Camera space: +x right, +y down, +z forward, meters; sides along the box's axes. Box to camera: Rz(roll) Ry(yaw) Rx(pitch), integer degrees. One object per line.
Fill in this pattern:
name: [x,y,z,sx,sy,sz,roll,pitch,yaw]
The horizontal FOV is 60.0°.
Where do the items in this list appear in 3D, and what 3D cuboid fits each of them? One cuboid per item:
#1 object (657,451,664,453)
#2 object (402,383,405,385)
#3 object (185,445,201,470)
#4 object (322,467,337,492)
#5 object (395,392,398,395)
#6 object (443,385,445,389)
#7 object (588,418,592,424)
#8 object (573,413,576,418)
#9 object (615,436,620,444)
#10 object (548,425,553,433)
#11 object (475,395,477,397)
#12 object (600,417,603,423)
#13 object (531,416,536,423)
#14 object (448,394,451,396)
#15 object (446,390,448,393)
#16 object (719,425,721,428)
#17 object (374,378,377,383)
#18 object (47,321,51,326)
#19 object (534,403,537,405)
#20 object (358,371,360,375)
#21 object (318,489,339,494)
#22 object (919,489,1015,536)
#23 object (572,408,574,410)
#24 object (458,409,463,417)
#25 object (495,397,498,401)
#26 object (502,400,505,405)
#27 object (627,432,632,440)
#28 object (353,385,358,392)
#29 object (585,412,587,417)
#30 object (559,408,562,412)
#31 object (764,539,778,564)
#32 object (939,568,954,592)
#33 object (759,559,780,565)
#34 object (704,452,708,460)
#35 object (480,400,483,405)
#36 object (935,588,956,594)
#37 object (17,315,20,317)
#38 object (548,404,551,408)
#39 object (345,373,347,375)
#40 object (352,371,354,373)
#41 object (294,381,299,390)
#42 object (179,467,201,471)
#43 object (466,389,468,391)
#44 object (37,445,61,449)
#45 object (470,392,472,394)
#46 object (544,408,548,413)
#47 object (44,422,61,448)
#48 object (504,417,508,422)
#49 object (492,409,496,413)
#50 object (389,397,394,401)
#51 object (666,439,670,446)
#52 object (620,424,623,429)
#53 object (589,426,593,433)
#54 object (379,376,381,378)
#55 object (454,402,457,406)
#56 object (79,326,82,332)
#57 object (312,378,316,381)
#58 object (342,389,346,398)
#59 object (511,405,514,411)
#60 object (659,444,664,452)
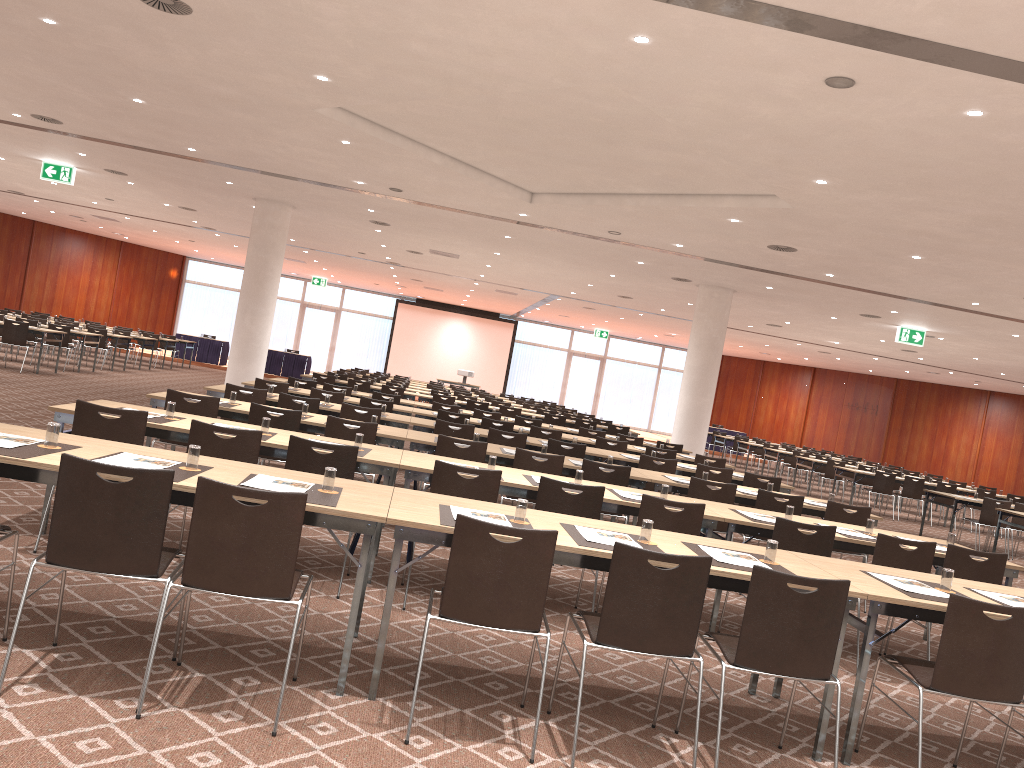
object: [2.131,0.974,12.684,0.102,0.001,0.102,10,1,-40]
object: [-2.417,0.033,19.740,0.054,0.114,0.054,9,1,-40]
object: [-1.532,0.352,4.263,0.054,0.114,0.054,11,1,28]
object: [-0.892,0.465,4.330,0.054,0.114,0.054,9,1,-40]
object: [-1.866,0.188,14.274,0.054,0.114,0.054,11,1,28]
object: [-1.843,0.092,23.814,0.054,0.114,0.054,11,1,28]
object: [1.593,0.763,18.143,0.054,0.114,0.054,11,1,28]
object: [1.411,0.709,20.138,0.054,0.114,0.054,11,1,28]
object: [1.496,0.803,12.608,0.054,0.114,0.054,9,1,-40]
object: [0.547,0.636,12.507,0.054,0.114,0.054,11,1,28]
object: [-0.813,0.317,19.898,0.054,0.114,0.054,9,1,-40]
object: [2.034,0.820,20.198,0.054,0.114,0.054,9,1,-40]
object: [0.350,0.580,14.494,0.054,0.114,0.054,10,1,-17]
object: [-1.259,0.259,17.837,0.054,0.114,0.054,9,1,-40]
object: [-1.462,0.202,19.840,0.054,0.114,0.054,9,1,-40]
object: [7.542,1.544,32.178,0.054,0.114,0.054,10,1,5]
object: [-3.038,-0.077,19.665,0.054,0.114,0.054,9,1,-40]
object: [-9.895,-1.289,18.962,0.054,0.114,0.054,9,1,-40]
object: [0.580,0.542,22.062,0.054,0.114,0.054,11,1,28]
object: [-4.063,-0.300,23.578,0.054,0.114,0.054,9,1,-40]
object: [-0.895,0.523,4.318,0.102,0.001,0.102,10,1,-40]
object: [8.390,2.485,15.401,2.267,0.833,0.953,10,1,-6]
object: [1.655,0.711,24.177,0.054,0.114,0.054,9,1,-40]
object: [-0.723,0.411,12.383,0.054,0.114,0.054,11,1,28]
object: [-0.385,0.371,21.958,0.054,0.114,0.054,11,1,28]
object: [-0.183,0.428,19.967,0.054,0.114,0.054,9,1,-40]
object: [1.942,0.861,14.674,0.054,0.114,0.054,11,1,28]
object: [-2.505,0.075,14.200,0.054,0.114,0.054,10,1,5]
object: [1.841,0.764,22.184,0.054,0.114,0.054,9,1,-40]
object: [1.202,0.652,22.128,0.054,0.114,0.054,11,1,28]
object: [1.327,0.858,4.544,0.054,0.114,0.054,9,1,-40]
object: [2.281,1.026,4.651,0.054,0.114,0.054,11,1,28]
object: [1.321,0.915,4.554,0.102,0.001,0.102,10,1,-40]
object: [2.778,1.030,12.737,0.054,0.114,0.054,11,1,28]
object: [-0.619,0.372,17.915,0.054,0.114,0.054,9,1,-40]
object: [2.269,1.082,4.645,0.102,0.001,0.102,10,1,-40]
object: [-10.530,-1.401,18.897,0.054,0.114,0.054,9,1,-40]
object: [1.017,0.598,24.106,0.054,0.114,0.054,11,1,28]
object: [-3.680,-0.190,19.610,0.054,0.114,0.054,9,1,-40]
object: [-3.874,-0.246,21.588,0.054,0.114,0.054,9,1,-40]
object: [-2.956,0.016,12.152,0.054,0.114,0.054,11,1,28]
object: [-1.546,0.408,4.258,0.102,0.001,0.102,10,1,-40]
object: [-1.220,0.203,23.882,0.054,0.114,0.054,11,1,28]
object: [-2.180,0.296,4.180,0.102,0.001,0.102,10,1,-40]
object: [-1.020,0.259,21.883,0.054,0.114,0.054,11,1,28]
object: [0.768,0.596,20.059,0.054,0.114,0.054,11,1,28]
object: [-2.167,0.240,4.181,0.054,0.114,0.054,9,1,-40]
object: [-0.089,0.523,12.445,0.054,0.114,0.054,11,1,28]
object: [-0.294,0.466,14.430,0.054,0.114,0.054,10,1,-17]
object: [-1.672,0.244,12.271,0.054,0.114,0.054,10,1,5]
object: [2.584,0.975,14.736,0.054,0.114,0.054,10,1,-17]
object: [2.243,0.878,18.206,0.054,0.114,0.054,9,1,-40]
object: [1.300,0.748,14.598,0.054,0.114,0.054,10,1,5]
object: [-3.234,-0.133,21.668,0.054,0.114,0.054,11,1,28]
object: [-0.920,0.355,14.369,0.054,0.114,0.054,10,1,-17]
object: [-9.254,-1.175,19.014,0.054,0.114,0.054,9,1,-40]
object: [-3.153,-0.039,14.127,0.054,0.114,0.054,10,1,-17]
object: [-2.316,0.130,12.215,0.054,0.114,0.054,10,1,5]
object: [0.010,0.483,17.977,0.054,0.114,0.054,9,1,-40]
object: [2.136,0.917,12.669,0.054,0.114,0.054,9,1,-40]
